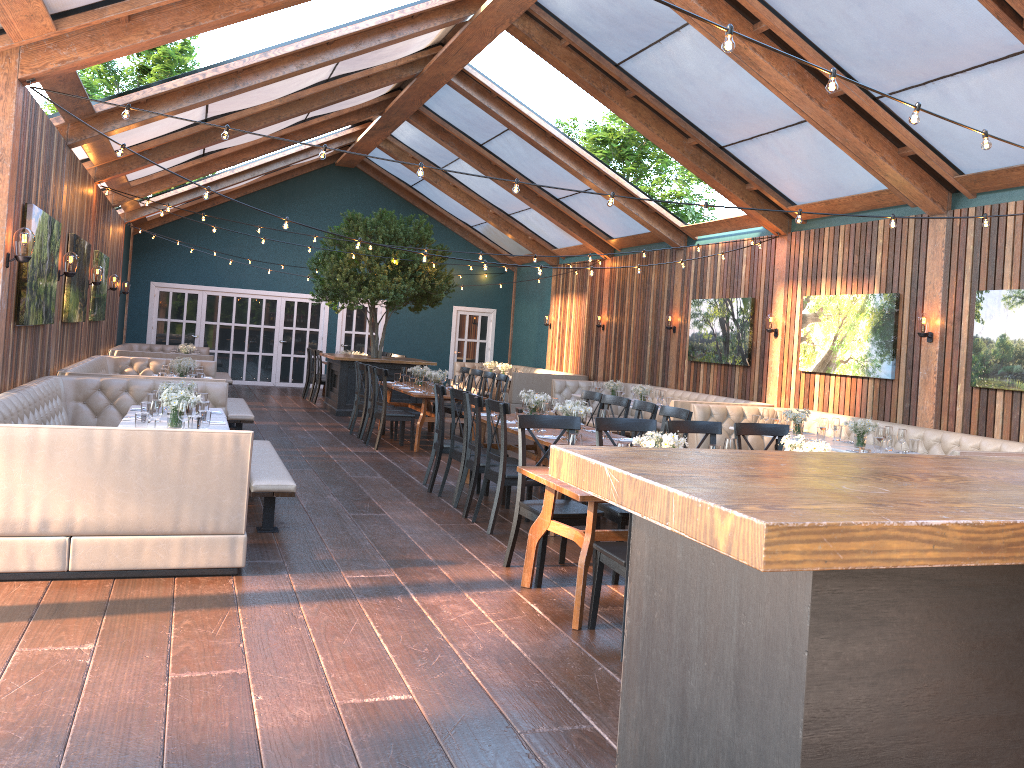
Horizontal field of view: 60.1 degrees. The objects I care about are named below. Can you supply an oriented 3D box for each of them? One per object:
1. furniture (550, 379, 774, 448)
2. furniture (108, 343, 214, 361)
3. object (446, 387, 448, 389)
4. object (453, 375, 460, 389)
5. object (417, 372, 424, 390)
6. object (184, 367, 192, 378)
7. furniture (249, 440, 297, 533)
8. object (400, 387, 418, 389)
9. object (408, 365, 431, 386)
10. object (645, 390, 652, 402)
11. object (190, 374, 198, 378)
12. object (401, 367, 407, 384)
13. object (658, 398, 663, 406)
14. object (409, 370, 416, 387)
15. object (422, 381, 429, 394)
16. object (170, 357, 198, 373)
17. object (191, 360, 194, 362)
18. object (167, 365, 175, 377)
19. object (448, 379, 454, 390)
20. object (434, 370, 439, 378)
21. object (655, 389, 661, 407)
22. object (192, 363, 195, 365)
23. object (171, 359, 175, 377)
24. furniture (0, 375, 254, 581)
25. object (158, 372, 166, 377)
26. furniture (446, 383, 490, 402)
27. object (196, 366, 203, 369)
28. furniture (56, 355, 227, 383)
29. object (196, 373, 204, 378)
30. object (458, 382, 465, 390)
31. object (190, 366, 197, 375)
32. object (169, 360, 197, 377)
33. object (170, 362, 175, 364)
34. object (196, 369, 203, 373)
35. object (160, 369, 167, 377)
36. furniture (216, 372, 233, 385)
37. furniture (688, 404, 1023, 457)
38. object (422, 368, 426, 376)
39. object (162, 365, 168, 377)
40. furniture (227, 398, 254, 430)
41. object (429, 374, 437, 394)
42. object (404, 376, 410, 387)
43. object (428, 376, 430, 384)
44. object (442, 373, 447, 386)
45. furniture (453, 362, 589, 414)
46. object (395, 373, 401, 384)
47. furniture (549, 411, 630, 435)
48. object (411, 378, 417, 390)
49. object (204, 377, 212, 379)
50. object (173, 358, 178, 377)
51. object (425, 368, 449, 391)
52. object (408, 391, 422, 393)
[{"bbox_3d":[2.150,0.530,13.634,1.707,0.859,4.167,3,3,-20],"label":"furniture"},{"bbox_3d":[-6.661,-0.252,16.884,1.707,0.859,4.167,3,3,-20],"label":"furniture"},{"bbox_3d":[-0.955,0.056,12.724,0.254,0.019,0.158,3,3,-20],"label":"object"},{"bbox_3d":[-0.732,0.008,11.727,0.092,0.245,0.092,4,0,5],"label":"object"},{"bbox_3d":[-1.250,-0.043,12.020,0.092,0.245,0.092,4,0,-17],"label":"object"},{"bbox_3d":[-3.837,-0.082,10.468,0.092,0.245,0.092,4,0,28],"label":"object"},{"bbox_3d":[-2.074,0.803,7.303,0.312,0.399,2.334,4,3,-20],"label":"furniture"},{"bbox_3d":[-1.408,0.057,12.056,0.254,0.019,0.158,3,3,-20],"label":"object"},{"bbox_3d":[-1.346,-0.129,12.908,0.335,0.310,0.330,3,1,-24],"label":"object"},{"bbox_3d":[1.948,0.204,12.624,0.092,0.245,0.092,4,0,-17],"label":"object"},{"bbox_3d":[-3.749,-0.030,10.407,0.092,0.158,0.091,4,0,16],"label":"object"},{"bbox_3d":[-1.600,-0.122,13.059,0.092,0.245,0.092,4,0,28],"label":"object"},{"bbox_3d":[2.173,0.245,12.952,0.091,0.158,0.092,4,0,-34],"label":"object"},{"bbox_3d":[-1.406,-0.079,12.497,0.092,0.245,0.092,4,0,-23],"label":"object"},{"bbox_3d":[-1.111,0.045,11.349,0.092,0.158,0.091,4,0,16],"label":"object"},{"bbox_3d":[-4.382,-0.223,11.791,0.336,0.310,0.329,4,1,-8],"label":"object"},{"bbox_3d":[-4.409,-0.212,12.170,0.092,0.245,0.092,4,0,28],"label":"object"},{"bbox_3d":[-4.041,-0.097,10.473,0.092,0.245,0.092,4,0,-17],"label":"object"},{"bbox_3d":[-0.860,0.009,12.361,0.092,0.158,0.091,4,0,36],"label":"object"},{"bbox_3d":[-1.106,-0.071,12.762,0.092,0.245,0.092,4,0,-23],"label":"object"},{"bbox_3d":[2.116,0.203,12.862,0.092,0.245,0.092,4,0,28],"label":"object"},{"bbox_3d":[-4.128,-0.152,11.407,0.092,0.245,0.092,4,0,28],"label":"object"},{"bbox_3d":[-4.564,-0.210,11.934,0.092,0.245,0.092,4,0,28],"label":"object"},{"bbox_3d":[-3.066,0.523,6.930,1.707,0.859,4.167,3,3,-20],"label":"furniture"},{"bbox_3d":[-4.104,-0.052,10.364,0.091,0.158,0.092,4,0,-34],"label":"object"},{"bbox_3d":[-0.972,0.263,18.968,0.312,0.399,2.334,4,3,-20],"label":"furniture"},{"bbox_3d":[-4.327,-0.168,12.255,0.091,0.158,0.092,4,0,-34],"label":"object"},{"bbox_3d":[-4.605,0.191,11.194,1.707,0.859,4.167,3,3,-20],"label":"furniture"},{"bbox_3d":[-3.810,-0.055,10.792,0.091,0.158,0.092,4,0,-34],"label":"object"},{"bbox_3d":[-0.684,0.050,11.810,0.092,0.158,0.091,4,0,16],"label":"object"},{"bbox_3d":[-3.867,-0.097,10.701,0.092,0.245,0.092,4,0,28],"label":"object"},{"bbox_3d":[-4.055,-0.152,10.889,0.336,0.310,0.329,4,1,-3],"label":"object"},{"bbox_3d":[-4.314,-0.155,11.221,0.092,0.245,0.092,4,0,28],"label":"object"},{"bbox_3d":[-4.066,-0.110,11.504,0.091,0.158,0.092,4,0,-34],"label":"object"},{"bbox_3d":[-4.380,-0.111,11.118,0.091,0.158,0.092,4,0,-34],"label":"object"},{"bbox_3d":[-5.673,0.027,17.266,0.312,0.399,2.334,4,3,-20],"label":"furniture"},{"bbox_3d":[3.686,0.861,9.381,1.707,0.859,4.167,3,3,-20],"label":"furniture"},{"bbox_3d":[-1.342,-0.118,13.315,0.092,0.245,0.092,4,0,-40],"label":"object"},{"bbox_3d":[-4.639,-0.168,11.847,0.091,0.158,0.092,4,0,-34],"label":"object"},{"bbox_3d":[-3.609,0.472,11.554,0.312,0.399,2.334,4,3,-20],"label":"furniture"},{"bbox_3d":[-1.026,0.001,11.473,0.092,0.245,0.092,4,0,-17],"label":"object"},{"bbox_3d":[-1.475,-0.035,12.391,0.091,0.158,0.092,4,0,-14],"label":"object"},{"bbox_3d":[-1.239,-0.073,13.418,0.092,0.158,0.092,4,0,6],"label":"object"},{"bbox_3d":[-0.955,-0.036,12.253,0.092,0.245,0.092,4,0,22],"label":"object"},{"bbox_3d":[0.098,0.087,19.315,1.707,0.859,4.167,3,3,-20],"label":"furniture"},{"bbox_3d":[-1.677,-0.079,12.945,0.092,0.158,0.092,4,0,-4],"label":"object"},{"bbox_3d":[1.091,0.707,13.255,0.312,0.399,2.334,4,3,-20],"label":"furniture"},{"bbox_3d":[-1.322,0.001,11.894,0.092,0.158,0.092,4,0,6],"label":"object"},{"bbox_3d":[-4.237,-0.084,12.111,0.254,0.019,0.158,3,3,-20],"label":"object"},{"bbox_3d":[-4.632,-0.227,12.167,0.092,0.245,0.092,4,0,28],"label":"object"},{"bbox_3d":[-1.017,-0.054,11.912,0.329,0.310,0.336,4,1,17],"label":"object"},{"bbox_3d":[-1.212,0.099,11.508,0.254,0.019,0.158,3,3,-20],"label":"object"}]
